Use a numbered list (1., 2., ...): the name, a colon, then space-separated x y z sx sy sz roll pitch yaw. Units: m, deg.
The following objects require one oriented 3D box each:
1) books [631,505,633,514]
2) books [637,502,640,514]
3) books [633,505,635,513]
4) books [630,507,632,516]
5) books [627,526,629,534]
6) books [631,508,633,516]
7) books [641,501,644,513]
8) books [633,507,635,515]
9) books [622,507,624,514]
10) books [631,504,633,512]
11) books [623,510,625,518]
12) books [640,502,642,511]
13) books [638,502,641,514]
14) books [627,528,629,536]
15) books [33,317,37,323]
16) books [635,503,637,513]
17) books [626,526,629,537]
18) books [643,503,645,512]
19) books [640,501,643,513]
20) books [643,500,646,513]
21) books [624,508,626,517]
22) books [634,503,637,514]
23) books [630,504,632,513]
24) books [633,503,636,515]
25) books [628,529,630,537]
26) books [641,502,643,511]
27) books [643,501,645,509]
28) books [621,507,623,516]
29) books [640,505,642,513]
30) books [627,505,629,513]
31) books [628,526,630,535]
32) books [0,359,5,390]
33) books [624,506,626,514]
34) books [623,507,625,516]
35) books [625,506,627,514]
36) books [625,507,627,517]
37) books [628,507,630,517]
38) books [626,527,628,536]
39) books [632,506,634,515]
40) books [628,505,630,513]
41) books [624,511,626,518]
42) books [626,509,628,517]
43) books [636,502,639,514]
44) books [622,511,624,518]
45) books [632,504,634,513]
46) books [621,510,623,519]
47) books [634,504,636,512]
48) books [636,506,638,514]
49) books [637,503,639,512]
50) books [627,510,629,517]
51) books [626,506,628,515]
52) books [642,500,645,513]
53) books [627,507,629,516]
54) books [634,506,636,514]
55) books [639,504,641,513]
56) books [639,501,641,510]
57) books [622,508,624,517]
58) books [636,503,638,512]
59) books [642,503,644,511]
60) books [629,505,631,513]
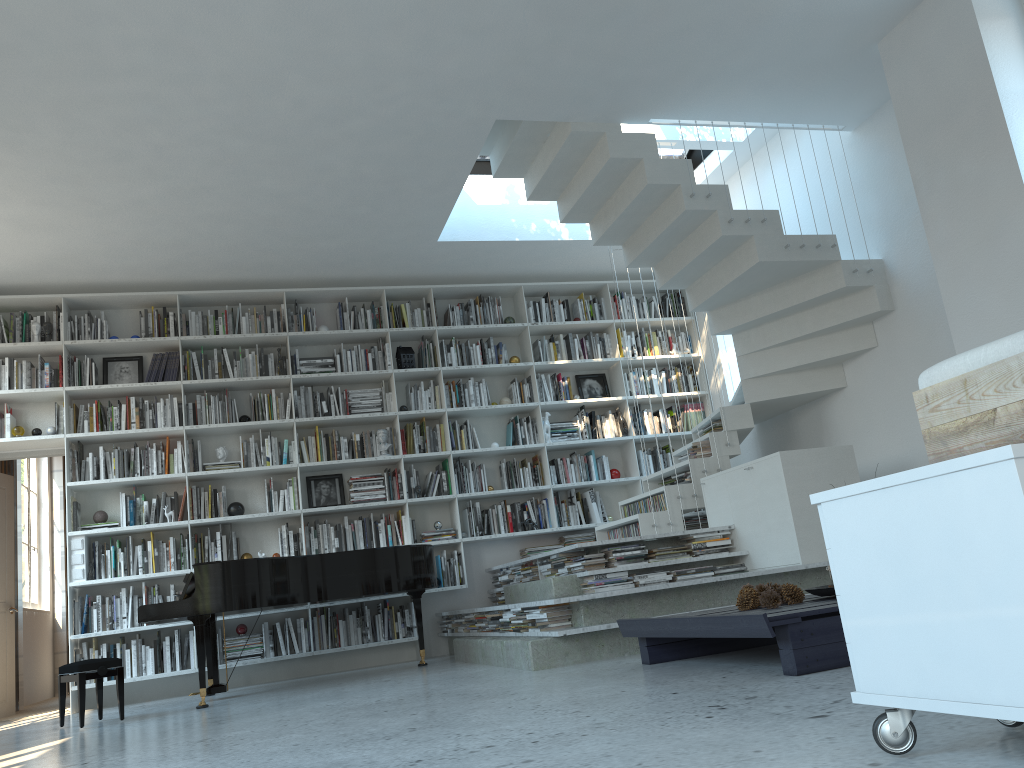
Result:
1. books: 0.986 0.984 6.846 0.125 0.125 0.008 -4 -14 -18
2. books: 1.020 0.952 6.732 0.125 0.125 0.010 -4 -14 -18
3. books: 0.997 0.974 6.810 0.125 0.125 0.007 -4 -14 -18
4. books: 0.980 0.990 6.868 0.125 0.125 0.009 -4 -14 -18
5. books: 0.923 1.108 6.579 0.125 0.125 0.008 -4 -14 -18
6. books: 0.984 0.986 6.853 0.125 0.125 0.007 -4 -14 -18
7. books: 1.040 0.932 6.664 0.125 0.125 0.008 -4 -14 -18
8. books: 0.995 0.976 6.817 0.125 0.125 0.008 -4 -14 -18
9. books: 0.940 1.028 7.003 0.125 0.125 0.007 -4 -14 -18
10. books: 0.988 0.982 6.840 0.125 0.125 0.008 -4 -14 -18
11. books: 0.942 1.026 6.996 0.125 0.125 0.008 -4 -14 -18
12. books: 1.033 0.939 6.688 0.125 0.125 0.007 -4 -14 -18
13. books: 1.024 0.948 6.721 0.125 0.125 0.014 -4 -14 -18
14. books: 0.921 1.110 6.586 0.125 0.125 0.008 -4 -14 -18
15. books: -3.725 -0.383 6.963 0.025 0.243 0.168 -4 -14 -18
16. books: 1.007 0.964 6.777 0.125 0.125 0.008 -4 -14 -18
17. books: 0.919 1.112 6.593 0.125 0.125 0.008 -4 -14 -18
18. books: 1.046 0.927 6.644 0.125 0.125 0.008 -4 -14 -18
19. books: 1.035 0.937 6.681 0.125 0.125 0.010 -4 -14 -18
20. books: 1.051 0.923 6.630 0.125 0.125 0.008 -4 -14 -18
21. books: 0.948 1.021 6.975 0.125 0.125 0.008 -4 -14 -18
22. books: 1.005 0.966 6.783 0.125 0.125 0.008 -4 -14 -18
23. books: 0.982 0.988 6.861 0.125 0.125 0.009 -4 -14 -18
24. books: 0.999 0.972 6.803 0.125 0.125 0.007 -4 -14 -18
25. books: 0.925 1.106 6.573 0.125 0.125 0.008 -4 -14 -18
26. books: 1.038 0.935 6.672 0.125 0.125 0.008 -4 -14 -18
27. books: 1.049 0.925 6.637 0.125 0.125 0.007 -4 -14 -18
28. books: 0.933 1.034 7.024 0.125 0.125 0.008 -4 -14 -18
29. books: 1.031 0.941 6.695 0.125 0.125 0.007 -4 -14 -18
30. books: 0.967 1.003 6.912 0.125 0.125 0.008 -4 -14 -18
31. books: 0.927 1.104 6.565 0.125 0.125 0.007 -4 -14 -18
32. books: -3.926 -0.032 6.826 0.028 0.287 0.133 -4 -14 -18
33. books: 0.950 1.018 6.967 0.125 0.125 0.010 -4 -14 -18
34. books: 0.944 1.025 6.989 0.125 0.125 0.009 -4 -14 -18
35. books: 0.956 1.013 6.948 0.125 0.125 0.008 -4 -14 -18
36. books: 0.953 1.016 6.958 0.125 0.125 0.012 -4 -14 -18
37. books: 0.969 1.000 6.903 0.125 0.125 0.010 -4 -14 -18
38. books: 0.917 1.114 6.600 0.125 0.125 0.008 -4 -14 -18
39. books: 0.990 0.980 6.832 0.125 0.125 0.008 -4 -14 -18
40. books: 0.972 0.997 6.893 0.125 0.125 0.010 -4 -14 -18
41. books: 0.946 1.022 6.982 0.125 0.125 0.007 -4 -14 -18
42. books: 0.958 1.011 6.940 0.125 0.125 0.007 -4 -14 -18
43. books: 1.015 0.957 6.749 0.125 0.125 0.009 -4 -14 -18
44. books: 0.935 1.033 7.017 0.125 0.125 0.009 -4 -14 -18
45. books: 0.992 0.978 6.825 0.125 0.125 0.008 -4 -14 -18
46. books: 0.931 1.037 7.032 0.125 0.125 0.009 -4 -14 -18
47. books: 1.003 0.968 6.790 0.125 0.125 0.008 -4 -14 -18
48. books: 1.010 0.962 6.767 0.125 0.125 0.012 -4 -14 -18
49. books: 1.018 0.954 6.741 0.125 0.125 0.007 -4 -14 -18
50. books: 0.962 1.007 6.927 0.125 0.125 0.007 -4 -14 -18
51. books: 0.960 1.009 6.934 0.125 0.125 0.007 -4 -14 -18
52. books: 1.044 0.929 6.651 0.125 0.125 0.008 -4 -14 -18
53. books: 0.964 1.005 6.919 0.125 0.125 0.008 -4 -14 -18
54. books: 1.001 0.970 6.797 0.125 0.125 0.007 -4 -14 -18
55. books: 1.027 0.945 6.710 0.125 0.125 0.010 -4 -14 -18
56. books: 1.029 0.943 6.702 0.125 0.125 0.007 -4 -14 -18
57. books: 0.938 1.030 7.010 0.125 0.125 0.008 -4 -14 -18
58. books: 1.013 0.959 6.757 0.125 0.125 0.010 -4 -14 -18
59. books: 1.042 0.931 6.658 0.125 0.125 0.008 -4 -14 -18
60. books: 0.977 0.992 6.876 0.125 0.125 0.007 -4 -14 -18
